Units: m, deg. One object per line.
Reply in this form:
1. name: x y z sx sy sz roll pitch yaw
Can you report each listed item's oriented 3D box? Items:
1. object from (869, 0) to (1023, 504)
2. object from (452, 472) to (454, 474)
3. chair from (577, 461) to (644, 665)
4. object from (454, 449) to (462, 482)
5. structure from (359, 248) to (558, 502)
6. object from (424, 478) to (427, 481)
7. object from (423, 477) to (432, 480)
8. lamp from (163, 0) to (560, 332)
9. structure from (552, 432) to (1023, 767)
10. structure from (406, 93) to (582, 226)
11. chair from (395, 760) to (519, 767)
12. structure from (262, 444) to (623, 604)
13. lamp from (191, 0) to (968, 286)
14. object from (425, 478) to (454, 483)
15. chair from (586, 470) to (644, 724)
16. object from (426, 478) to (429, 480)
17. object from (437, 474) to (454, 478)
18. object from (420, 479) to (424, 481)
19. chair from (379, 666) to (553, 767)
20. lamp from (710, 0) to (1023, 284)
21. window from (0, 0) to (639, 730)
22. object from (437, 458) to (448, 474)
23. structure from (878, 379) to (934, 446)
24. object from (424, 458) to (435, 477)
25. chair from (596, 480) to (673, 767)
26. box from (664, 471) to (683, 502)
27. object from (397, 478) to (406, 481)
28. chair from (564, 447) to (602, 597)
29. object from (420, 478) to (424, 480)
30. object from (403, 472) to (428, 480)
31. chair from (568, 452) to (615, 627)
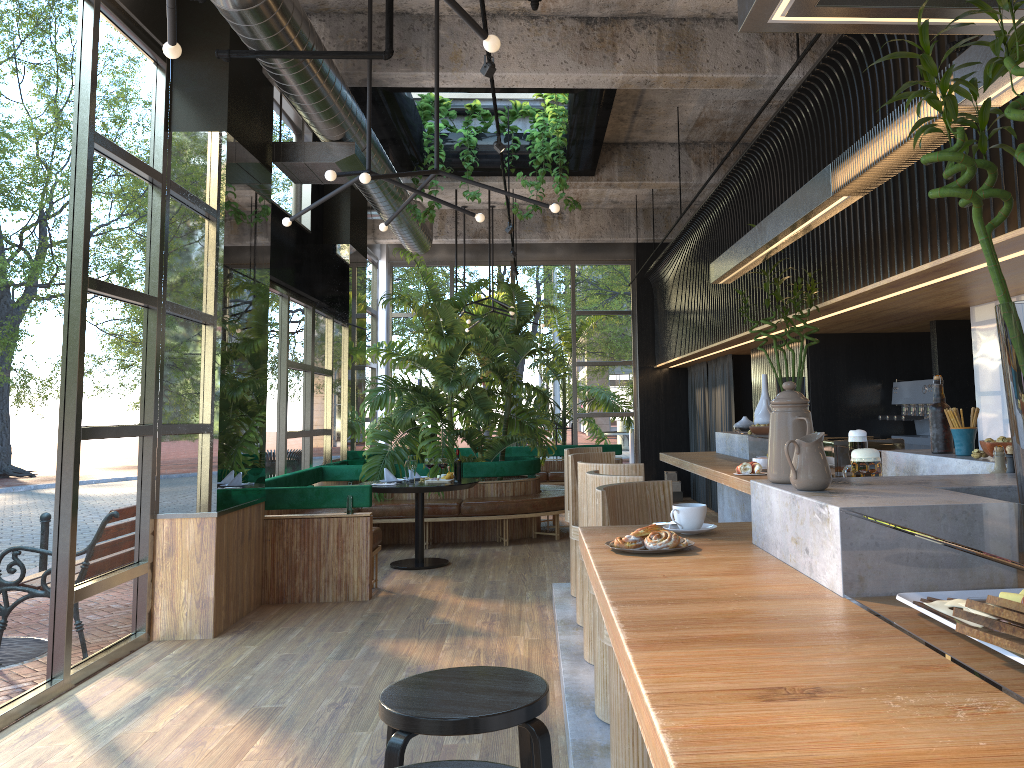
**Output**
1. object: 1.084 -0.416 1.817 0.671 1.560 0.583 -1 -6 4
2. object: -0.565 0.872 8.444 0.059 0.072 0.207 0 -2 -9
3. chair: 0.613 0.878 4.496 0.529 0.976 0.561 -3 -6 22
4. object: -0.497 0.747 8.132 0.067 0.301 0.069 -2 -6 15
5. structure: -0.643 0.067 10.652 2.495 3.459 2.584 1 -5 -16
6. object: -0.797 0.890 8.219 0.032 0.031 0.040 -3 -4 24
7. object: -0.798 0.896 8.372 0.097 0.028 0.129 -2 -2 14
8. lamp: 0.940 -2.036 4.550 5.109 1.834 18.721 -1 -2 1
9. structure: 3.138 0.555 3.298 5.875 1.740 7.055 -1 -2 -1
10. structure: -0.056 -2.419 9.517 2.088 1.526 1.459 -3 -5 27
11. chair: -0.128 1.080 1.501 0.524 0.701 0.501 0 -5 -10
12. structure: 0.754 0.718 4.001 6.057 1.558 19.920 -1 -2 1
13. lamp: 0.035 -2.044 8.757 3.814 1.540 9.915 -1 -2 -2
14. object: -0.647 0.894 8.243 0.236 0.019 0.356 -1 -2 10
15. chair: 0.590 0.852 3.687 0.572 0.976 0.519 4 -7 -41
16. object: -0.794 0.892 8.309 0.033 0.032 0.037 -1 -4 -3
17. object: -0.626 0.868 8.344 0.193 0.038 0.063 -2 -3 32
18. object: -0.836 0.899 8.278 0.033 0.019 0.038 -2 -3 12
19. chair: -0.112 1.100 2.143 0.520 0.701 0.505 0 -5 -5
20. lamp: 2.734 -1.952 3.694 5.038 2.145 6.628 -1 -2 -6
21. window: -0.386 -1.742 4.186 4.158 6.532 20.166 -1 -2 1
22. object: -0.662 0.810 8.479 0.104 0.202 0.099 0 -5 -12
23. structure: 3.460 0.742 7.376 0.552 1.605 0.830 -1 -5 0
24. object: -0.791 0.814 8.512 0.104 0.202 0.099 0 -5 -12
25. chair: 0.558 0.828 2.922 0.572 0.976 0.519 4 -7 -44
26. box: 2.380 1.534 13.285 0.338 0.445 0.273 0 -5 -13
27. object: -1.105 0.911 8.488 0.165 0.019 0.242 1 -2 -41
28. chair: 0.635 0.927 6.042 0.540 0.976 0.550 -2 -5 9
29. object: -0.850 0.900 8.395 0.024 0.025 0.047 -2 -3 18
30. object: -0.931 0.855 8.580 0.239 0.140 0.225 0 -3 -17
31. chair: 0.614 0.901 5.239 0.568 0.976 0.523 2 -6 -26
